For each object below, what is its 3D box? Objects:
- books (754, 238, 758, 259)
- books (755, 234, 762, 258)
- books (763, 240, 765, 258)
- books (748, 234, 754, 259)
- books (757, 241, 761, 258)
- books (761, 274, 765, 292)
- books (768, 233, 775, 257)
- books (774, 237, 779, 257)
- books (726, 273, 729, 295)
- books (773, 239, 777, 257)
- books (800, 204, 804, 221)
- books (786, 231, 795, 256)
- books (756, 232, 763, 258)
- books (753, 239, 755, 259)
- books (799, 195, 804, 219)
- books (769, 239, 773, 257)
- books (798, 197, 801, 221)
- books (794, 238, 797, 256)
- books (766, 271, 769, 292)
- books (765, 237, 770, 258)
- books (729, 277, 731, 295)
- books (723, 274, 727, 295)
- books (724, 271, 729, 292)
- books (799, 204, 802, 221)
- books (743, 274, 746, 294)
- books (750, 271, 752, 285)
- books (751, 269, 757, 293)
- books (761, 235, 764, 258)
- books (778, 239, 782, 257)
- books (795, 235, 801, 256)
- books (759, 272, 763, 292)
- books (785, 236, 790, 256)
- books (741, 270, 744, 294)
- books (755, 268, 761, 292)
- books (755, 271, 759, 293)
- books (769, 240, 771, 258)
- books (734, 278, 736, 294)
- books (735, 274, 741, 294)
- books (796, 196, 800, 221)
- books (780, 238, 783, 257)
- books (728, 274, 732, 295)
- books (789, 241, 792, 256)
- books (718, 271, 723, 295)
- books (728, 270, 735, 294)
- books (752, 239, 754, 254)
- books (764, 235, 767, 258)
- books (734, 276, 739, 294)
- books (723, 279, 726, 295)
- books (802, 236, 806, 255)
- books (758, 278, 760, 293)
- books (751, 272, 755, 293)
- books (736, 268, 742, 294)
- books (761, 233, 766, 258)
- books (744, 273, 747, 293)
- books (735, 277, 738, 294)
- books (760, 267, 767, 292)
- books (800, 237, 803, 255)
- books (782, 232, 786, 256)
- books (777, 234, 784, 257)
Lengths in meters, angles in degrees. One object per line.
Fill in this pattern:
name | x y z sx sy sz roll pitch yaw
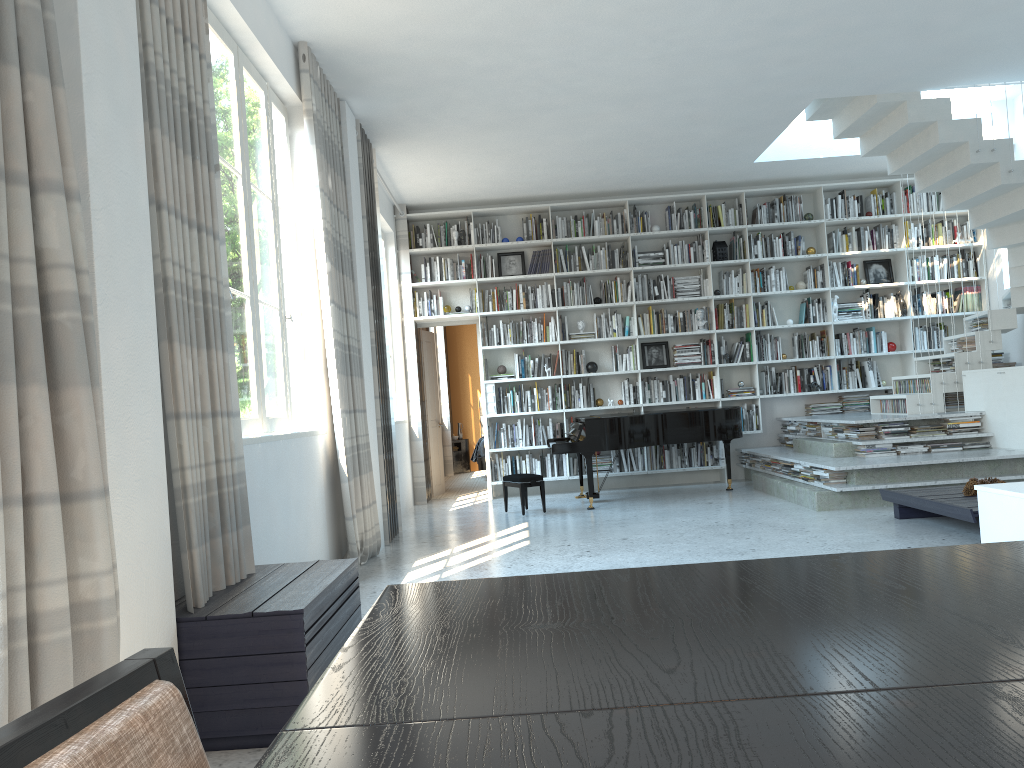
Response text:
books | 2.656 -1.464 9.723 0.026 0.243 0.148 -4 -1 0
books | 2.699 -1.487 9.722 0.011 0.283 0.173 -4 -1 0
books | 2.737 -1.466 9.723 0.012 0.235 0.165 -4 -1 0
books | 2.613 -1.482 9.715 0.012 0.285 0.159 -4 -1 0
books | 2.683 -1.449 9.705 0.026 0.208 0.181 -4 -1 0
books | 2.732 -1.088 9.720 0.026 0.216 0.161 -4 -1 0
books | 2.847 -1.498 9.731 0.013 0.284 0.154 -4 -1 0
books | 2.891 -1.478 9.717 0.023 0.237 0.149 -4 -1 0
books | 2.342 -1.077 9.722 0.028 0.250 0.164 -4 -1 0
books | 2.868 -1.466 9.729 0.025 0.216 0.144 -4 -1 0
books | 3.153 -1.851 9.715 0.014 0.209 0.188 -4 -1 0
books | 3.047 -1.514 9.703 0.029 0.285 0.183 -4 -1 0
books | 2.711 -1.500 9.716 0.014 0.307 0.152 -4 -1 0
books | 2.638 -1.461 9.729 0.012 0.239 0.138 -4 -1 0
books | 3.160 -1.900 9.717 0.006 0.306 0.163 -4 -1 0
books | 2.829 -1.466 9.734 0.028 0.223 0.142 -4 -1 0
books | 3.122 -1.884 9.711 0.008 0.278 0.180 -4 -1 0
books | 3.079 -1.479 9.717 0.030 0.213 0.156 -4 -1 0
books | 2.769 -1.102 9.707 0.022 0.237 0.164 -4 -1 0
books | 2.787 -1.473 9.712 0.027 0.241 0.160 -4 -1 0
books | 2.369 -1.058 9.722 0.023 0.207 0.171 -4 -1 0
books | 2.325 -1.072 9.728 0.024 0.242 0.159 -4 -1 0
books | 2.356 -1.091 9.723 0.019 0.275 0.146 -4 -1 0
books | 3.137 -1.852 9.724 0.018 0.214 0.157 -4 -1 0
books | 2.524 -1.080 9.699 0.028 0.229 0.176 -4 -1 0
books | 2.585 -1.096 9.707 0.028 0.251 0.190 -4 -1 0
books | 2.648 -1.114 9.727 0.014 0.278 0.154 -4 -1 0
books | 2.725 -1.482 9.715 0.010 0.268 0.166 -4 -1 0
books | 2.914 -1.466 9.702 0.021 0.209 0.181 -4 -1 0
books | 3.120 -1.494 9.705 0.054 0.235 0.171 -4 -1 0
books | 2.712 -1.097 9.718 0.013 0.236 0.157 -4 -1 0
books | 2.992 -1.486 9.711 0.030 0.238 0.185 -4 -1 0
books | 2.506 -1.103 9.716 0.025 0.277 0.173 -4 -1 0
books | 2.697 -1.120 9.739 0.014 0.284 0.135 -4 -1 0
books | 2.663 -1.100 9.710 0.014 0.247 0.176 -4 -1 0
books | 2.808 -1.461 9.731 0.014 0.215 0.132 -4 -1 0
books | 2.417 -1.055 9.706 0.024 0.195 0.173 -4 -1 0
books | 2.474 -1.079 9.716 0.024 0.234 0.149 -4 -1 0
books | 3.111 -1.892 9.718 0.013 0.297 0.188 -4 -1 0
books | 2.929 -1.473 9.716 0.011 0.222 0.159 -4 -1 0
books | 2.383 -1.073 9.717 0.023 0.236 0.178 -4 -1 0
books | 3.023 -1.460 9.715 0.027 0.181 0.176 -4 -1 0
books | 2.291 -1.091 9.729 0.018 0.285 0.159 -4 -1 0
books | 2.398 -1.094 9.695 0.028 0.275 0.187 -4 -1 0
books | 2.625 -1.480 9.735 0.011 0.280 0.133 -4 -1 0
books | 2.766 -1.488 9.736 0.012 0.276 0.133 -4 -1 0
books | 2.456 -1.066 9.709 0.029 0.211 0.158 -4 -1 0
books | 2.307 -1.043 9.707 0.028 0.185 0.181 -4 -1 0
books | 3.180 -1.494 9.732 0.026 0.229 0.140 -4 -1 0
books | 2.683 -1.066 9.721 0.021 0.179 0.136 -4 -1 0
books | 2.628 -1.094 9.731 0.030 0.242 0.138 -4 -1 0
books | 2.490 -1.109 9.718 0.028 0.293 0.154 -4 -1 0
books | 2.749 -1.497 9.730 0.021 0.296 0.138 -4 -1 0
books | 2.543 -1.085 9.715 0.026 0.238 0.173 -4 -1 0
books | 2.436 -1.057 9.709 0.027 0.196 0.185 -4 -1 0
books | 2.750 -1.123 9.701 0.014 0.280 0.177 -4 -1 0
books | 3.144 -1.486 9.714 0.048 0.216 0.182 -4 -1 0
books | 2.969 -1.507 9.730 0.012 0.285 0.159 -4 -1 0
books | 2.939 -1.495 9.717 0.012 0.264 0.156 -4 -1 0
